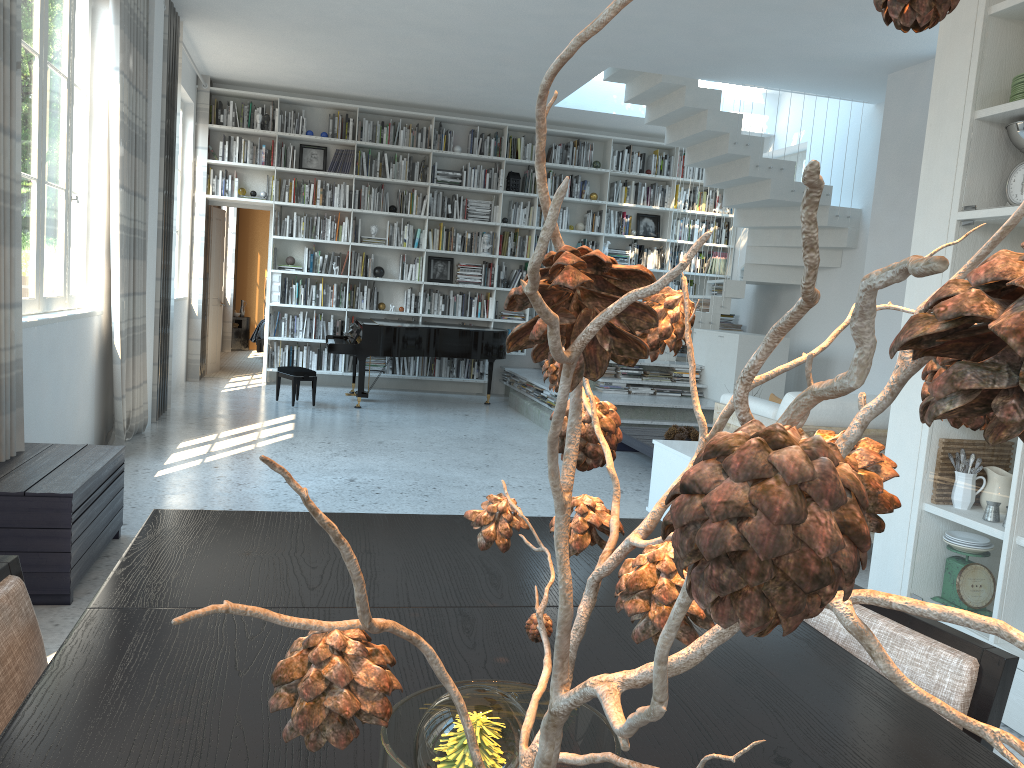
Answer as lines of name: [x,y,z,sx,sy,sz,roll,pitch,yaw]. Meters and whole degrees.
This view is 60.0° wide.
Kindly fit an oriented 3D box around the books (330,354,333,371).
books: [-2.068,-0.304,10.154,0.021,0.296,0.187,3,6,-13]

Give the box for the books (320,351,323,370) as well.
books: [-2.185,-0.272,10.153,0.024,0.214,0.136,3,6,-13]

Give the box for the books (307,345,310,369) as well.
books: [-2.315,-0.303,10.098,0.025,0.266,0.159,3,7,-13]

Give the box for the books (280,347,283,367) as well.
books: [-2.608,-0.299,10.037,0.022,0.226,0.154,3,6,-13]

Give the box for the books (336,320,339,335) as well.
books: [-1.994,-0.613,10.113,0.023,0.228,0.190,3,6,-13]

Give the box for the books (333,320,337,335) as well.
books: [-2.029,-0.619,10.148,0.030,0.227,0.140,3,6,-13]

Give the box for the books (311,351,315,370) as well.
books: [-2.271,-0.270,10.111,0.028,0.206,0.171,3,6,-13]

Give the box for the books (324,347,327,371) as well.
books: [-2.133,-0.288,10.147,0.027,0.256,0.178,3,6,-13]

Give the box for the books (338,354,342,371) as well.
books: [-1.975,-0.291,10.199,0.027,0.276,0.143,3,7,-13]

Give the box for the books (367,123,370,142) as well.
books: [-1.610,-2.791,9.933,0.023,0.220,0.181,3,6,-13]

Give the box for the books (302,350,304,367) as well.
books: [-2.385,-0.281,10.111,0.014,0.211,0.145,3,6,-13]

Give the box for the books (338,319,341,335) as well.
books: [-1.978,-0.620,10.153,0.026,0.236,0.140,3,7,-13]

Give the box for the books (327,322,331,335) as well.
books: [-2.094,-0.610,10.135,0.030,0.203,0.141,3,6,-13]

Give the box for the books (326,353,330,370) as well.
books: [-2.105,-0.293,10.177,0.040,0.264,0.137,3,7,-13]

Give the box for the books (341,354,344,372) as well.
books: [-1.946,-0.264,10.165,0.017,0.233,0.212,3,6,-13]

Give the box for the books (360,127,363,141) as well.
books: [-1.689,-2.778,9.931,0.024,0.183,0.133,3,6,-13]

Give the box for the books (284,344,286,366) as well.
books: [-2.566,-0.313,10.033,0.013,0.262,0.173,3,6,-13]

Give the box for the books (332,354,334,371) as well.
books: [-2.051,-0.306,10.154,0.012,0.304,0.165,3,7,-13]

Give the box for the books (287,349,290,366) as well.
books: [-2.533,-0.286,10.066,0.022,0.206,0.158,3,6,-13]

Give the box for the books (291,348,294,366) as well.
books: [-2.489,-0.290,10.069,0.022,0.221,0.163,3,6,-13]

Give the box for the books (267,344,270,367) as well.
books: [-2.747,-0.322,10.016,0.012,0.254,0.160,3,6,-13]

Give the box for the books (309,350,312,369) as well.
books: [-2.294,-0.277,10.105,0.021,0.218,0.190,3,6,-13]

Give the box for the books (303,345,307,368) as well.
books: [-2.356,-0.305,10.088,0.031,0.266,0.186,3,6,-13]

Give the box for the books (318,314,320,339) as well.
books: [-2.202,-0.656,10.101,0.013,0.284,0.138,3,7,-13]

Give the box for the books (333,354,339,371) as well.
books: [-2.021,-0.283,10.188,0.065,0.256,0.155,3,6,-13]

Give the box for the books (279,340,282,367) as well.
books: [-2.621,-0.346,10.034,0.011,0.319,0.157,3,7,-13]

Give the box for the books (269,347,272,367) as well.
books: [-2.731,-0.302,10.023,0.023,0.216,0.158,3,6,-13]

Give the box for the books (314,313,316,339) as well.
books: [-2.237,-0.662,10.071,0.012,0.296,0.176,3,7,-13]

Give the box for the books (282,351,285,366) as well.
books: [-2.590,-0.279,10.051,0.022,0.186,0.145,3,6,-13]

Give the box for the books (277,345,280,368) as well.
books: [-2.642,-0.312,10.037,0.024,0.247,0.142,3,7,-13]

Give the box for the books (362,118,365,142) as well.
books: [-1.666,-2.825,9.940,0.021,0.279,0.140,3,7,-13]

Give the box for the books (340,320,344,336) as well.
books: [-1.948,-0.615,10.151,0.030,0.231,0.151,3,6,-13]

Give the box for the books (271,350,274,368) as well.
books: [-2.701,-0.285,10.004,0.029,0.191,0.176,3,6,-13]

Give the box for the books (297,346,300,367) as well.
books: [-2.430,-0.301,10.093,0.022,0.247,0.134,3,7,-13]

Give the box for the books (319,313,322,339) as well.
books: [-2.182,-0.657,10.093,0.022,0.291,0.137,3,7,-13]

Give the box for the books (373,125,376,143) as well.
books: [-1.548,-2.780,9.935,0.029,0.208,0.178,3,6,-13]

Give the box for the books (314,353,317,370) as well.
books: [-2.241,-0.259,10.112,0.031,0.188,0.189,3,6,-13]

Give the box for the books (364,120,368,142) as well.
books: [-1.637,-2.810,9.929,0.031,0.255,0.145,3,7,-13]

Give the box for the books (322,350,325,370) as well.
books: [-2.159,-0.274,10.146,0.022,0.225,0.140,3,6,-13]

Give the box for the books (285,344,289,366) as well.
books: [-2.549,-0.315,10.042,0.023,0.266,0.177,3,6,-13]

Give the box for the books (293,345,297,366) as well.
books: [-2.465,-0.307,10.078,0.027,0.257,0.160,3,6,-13]

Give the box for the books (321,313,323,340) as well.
books: [-2.164,-0.661,10.091,0.013,0.301,0.172,3,7,-13]

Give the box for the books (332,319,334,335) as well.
books: [-2.041,-0.622,10.109,0.011,0.240,0.174,3,6,-13]

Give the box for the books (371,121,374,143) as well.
books: [-1.569,-2.803,9.940,0.012,0.250,0.173,3,6,-13]

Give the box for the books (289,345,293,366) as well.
books: [-2.511,-0.308,10.072,0.022,0.252,0.139,3,7,-13]

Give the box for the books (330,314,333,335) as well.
books: [-2.062,-0.650,10.128,0.025,0.288,0.130,3,7,-13]

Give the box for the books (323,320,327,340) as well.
books: [-2.132,-0.617,10.106,0.059,0.216,0.177,3,6,-13]

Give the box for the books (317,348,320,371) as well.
books: [-2.212,-0.285,10.115,0.023,0.244,0.187,3,6,-13]

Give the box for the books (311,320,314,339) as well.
books: [-2.269,-0.622,10.082,0.013,0.209,0.154,3,6,-13]

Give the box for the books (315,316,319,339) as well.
books: [-2.223,-0.642,10.095,0.029,0.255,0.152,3,7,-13]

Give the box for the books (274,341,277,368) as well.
books: [-2.672,-0.336,10.020,0.044,0.294,0.181,3,6,-13]

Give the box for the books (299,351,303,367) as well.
books: [-2.400,-0.275,10.078,0.030,0.202,0.168,3,6,-13]

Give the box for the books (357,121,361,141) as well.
books: [-1.709,-2.805,9.907,0.029,0.238,0.156,3,6,-13]

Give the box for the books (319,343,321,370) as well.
books: [-2.199,-0.320,10.145,0.013,0.310,0.130,3,7,-13]

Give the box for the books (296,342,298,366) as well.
books: [-2.440,-0.326,10.066,0.013,0.301,0.183,3,6,-13]

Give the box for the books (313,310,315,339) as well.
books: [-2.247,-0.676,10.058,0.014,0.326,0.170,3,7,-13]

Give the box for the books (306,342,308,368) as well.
books: [-2.337,-0.325,10.109,0.014,0.305,0.139,3,7,-13]

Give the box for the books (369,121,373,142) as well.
books: [-1.587,-2.805,9.940,0.023,0.252,0.170,3,6,-13]
